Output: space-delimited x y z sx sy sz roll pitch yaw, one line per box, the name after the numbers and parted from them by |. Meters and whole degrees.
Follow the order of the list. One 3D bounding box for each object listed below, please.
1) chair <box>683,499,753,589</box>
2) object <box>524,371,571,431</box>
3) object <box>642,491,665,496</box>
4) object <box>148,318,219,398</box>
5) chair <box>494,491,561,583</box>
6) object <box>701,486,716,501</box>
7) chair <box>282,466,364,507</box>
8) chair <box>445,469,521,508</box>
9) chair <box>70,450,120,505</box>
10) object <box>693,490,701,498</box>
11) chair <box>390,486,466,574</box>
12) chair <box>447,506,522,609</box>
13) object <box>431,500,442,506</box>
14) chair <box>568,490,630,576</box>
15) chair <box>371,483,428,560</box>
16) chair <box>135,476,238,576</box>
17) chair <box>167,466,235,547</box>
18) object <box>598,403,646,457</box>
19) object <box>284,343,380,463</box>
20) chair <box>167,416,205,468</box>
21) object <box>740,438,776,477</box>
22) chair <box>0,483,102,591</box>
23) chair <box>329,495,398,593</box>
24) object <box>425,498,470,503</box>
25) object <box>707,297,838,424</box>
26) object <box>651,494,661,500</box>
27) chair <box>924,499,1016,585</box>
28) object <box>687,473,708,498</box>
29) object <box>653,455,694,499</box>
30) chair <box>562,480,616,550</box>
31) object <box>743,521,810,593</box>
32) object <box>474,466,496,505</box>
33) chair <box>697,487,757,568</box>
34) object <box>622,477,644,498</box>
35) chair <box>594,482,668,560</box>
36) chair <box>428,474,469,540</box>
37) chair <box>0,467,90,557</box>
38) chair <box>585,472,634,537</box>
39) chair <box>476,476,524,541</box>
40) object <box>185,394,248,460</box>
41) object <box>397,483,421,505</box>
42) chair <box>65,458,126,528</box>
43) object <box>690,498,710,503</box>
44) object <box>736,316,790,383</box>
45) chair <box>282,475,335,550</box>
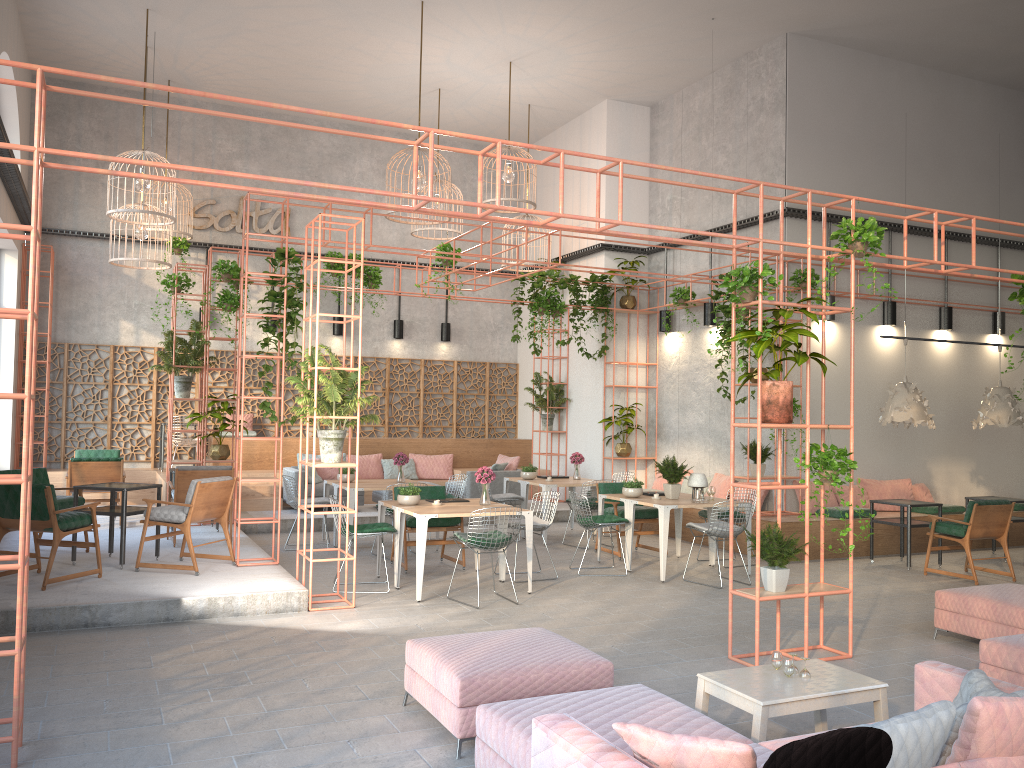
2.264 1.704 9.716 0.565 0.941 0.717 2 -2 -28 | chair
0.649 0.315 16.449 0.900 1.097 0.894 1 -2 4 | object
1.809 1.352 10.944 0.427 0.031 0.268 2 -2 -25 | object
-4.529 -0.350 12.309 0.900 1.101 0.894 0 -2 29 | object
0.163 1.668 9.833 0.717 0.941 0.565 2 -2 -23 | chair
2.321 1.281 10.383 0.210 0.154 0.165 2 -2 -35 | object
-3.065 1.653 14.373 1.127 0.586 1.056 2 -2 -25 | chair
-0.465 1.771 15.123 1.052 0.672 1.127 2 -2 -25 | chair
-6.409 1.487 13.676 0.722 0.929 0.685 2 -2 -25 | chair
2.141 1.287 10.262 0.095 0.119 0.095 1 -2 -1 | object
-0.992 1.667 10.315 0.722 0.917 0.685 2 -2 -25 | chair
-0.255 1.616 8.535 0.565 0.941 0.717 2 -2 -28 | chair
-0.792 1.250 9.358 0.115 0.073 0.115 2 -2 -30 | object
1.000 1.697 10.229 0.717 0.941 0.565 1 -2 -8 | chair
-1.402 1.683 11.133 0.565 0.941 0.717 2 -2 -28 | chair
-3.241 1.392 8.907 0.685 0.914 0.722 1 -2 15 | chair
-3.732 1.435 10.660 0.722 0.929 0.685 2 -2 -25 | chair
1.852 0.775 15.093 0.903 0.919 0.934 0 -2 37 | object
-1.699 0.183 8.311 0.900 1.100 0.894 1 -2 4 | object
-4.911 0.947 13.401 0.565 0.941 0.717 2 -2 -16 | chair
3.317 0.993 12.033 0.368 0.527 0.438 2 -2 -25 | object
-4.269 1.345 8.099 0.722 0.914 0.685 1 -2 15 | chair
-1.520 1.610 9.048 0.717 0.941 0.565 1 -2 -8 | chair
-0.711 1.289 9.762 0.427 0.031 0.268 2 -2 -25 | object
1.936 -0.180 6.615 0.924 0.946 0.923 0 -2 31 | object
1.686 1.310 10.358 0.115 0.078 0.115 2 -2 -19 | object
5.330 1.793 10.312 0.722 0.929 0.685 2 -2 -25 | chair
2.193 1.211 10.474 0.241 0.313 0.241 0 -2 20 | object
1.870 1.086 10.448 0.368 0.527 0.438 2 -2 -25 | object
1.080 1.769 12.278 0.565 0.941 0.717 2 -2 -28 | chair
1.960 1.289 6.667 0.368 0.527 0.438 2 -2 -25 | object
-0.290 1.082 9.443 0.225 0.414 0.213 2 -2 -32 | object
2.682 1.756 11.014 0.717 0.941 0.565 2 -2 -23 | chair
1.434 1.223 10.537 0.254 0.247 0.248 2 -2 -25 | object
1.528 1.755 11.496 0.722 0.917 0.685 2 -2 -25 | chair
-0.984 1.735 12.431 0.717 0.941 0.565 2 -2 -23 | chair
-5.055 1.376 9.500 0.685 0.917 0.722 1 -2 15 | chair
1.498 1.820 13.576 0.717 0.941 0.565 2 -2 -23 | chair
-0.184 1.762 12.791 0.717 0.941 0.565 1 -2 -8 | chair
-4.103 0.594 12.290 0.903 0.923 0.934 0 -2 32 | object
-1.085 1.161 9.355 0.252 0.247 0.247 2 -2 -25 | object
-5.586 1.442 11.895 0.722 0.929 0.685 2 -2 -25 | chair
2.126 1.318 10.019 0.218 0.041 0.218 2 -2 -16 | object
3.313 -0.478 11.955 0.903 0.947 0.934 0 -2 27 | object
-2.667 1.676 11.647 0.717 0.941 0.565 1 -2 -8 | chair
